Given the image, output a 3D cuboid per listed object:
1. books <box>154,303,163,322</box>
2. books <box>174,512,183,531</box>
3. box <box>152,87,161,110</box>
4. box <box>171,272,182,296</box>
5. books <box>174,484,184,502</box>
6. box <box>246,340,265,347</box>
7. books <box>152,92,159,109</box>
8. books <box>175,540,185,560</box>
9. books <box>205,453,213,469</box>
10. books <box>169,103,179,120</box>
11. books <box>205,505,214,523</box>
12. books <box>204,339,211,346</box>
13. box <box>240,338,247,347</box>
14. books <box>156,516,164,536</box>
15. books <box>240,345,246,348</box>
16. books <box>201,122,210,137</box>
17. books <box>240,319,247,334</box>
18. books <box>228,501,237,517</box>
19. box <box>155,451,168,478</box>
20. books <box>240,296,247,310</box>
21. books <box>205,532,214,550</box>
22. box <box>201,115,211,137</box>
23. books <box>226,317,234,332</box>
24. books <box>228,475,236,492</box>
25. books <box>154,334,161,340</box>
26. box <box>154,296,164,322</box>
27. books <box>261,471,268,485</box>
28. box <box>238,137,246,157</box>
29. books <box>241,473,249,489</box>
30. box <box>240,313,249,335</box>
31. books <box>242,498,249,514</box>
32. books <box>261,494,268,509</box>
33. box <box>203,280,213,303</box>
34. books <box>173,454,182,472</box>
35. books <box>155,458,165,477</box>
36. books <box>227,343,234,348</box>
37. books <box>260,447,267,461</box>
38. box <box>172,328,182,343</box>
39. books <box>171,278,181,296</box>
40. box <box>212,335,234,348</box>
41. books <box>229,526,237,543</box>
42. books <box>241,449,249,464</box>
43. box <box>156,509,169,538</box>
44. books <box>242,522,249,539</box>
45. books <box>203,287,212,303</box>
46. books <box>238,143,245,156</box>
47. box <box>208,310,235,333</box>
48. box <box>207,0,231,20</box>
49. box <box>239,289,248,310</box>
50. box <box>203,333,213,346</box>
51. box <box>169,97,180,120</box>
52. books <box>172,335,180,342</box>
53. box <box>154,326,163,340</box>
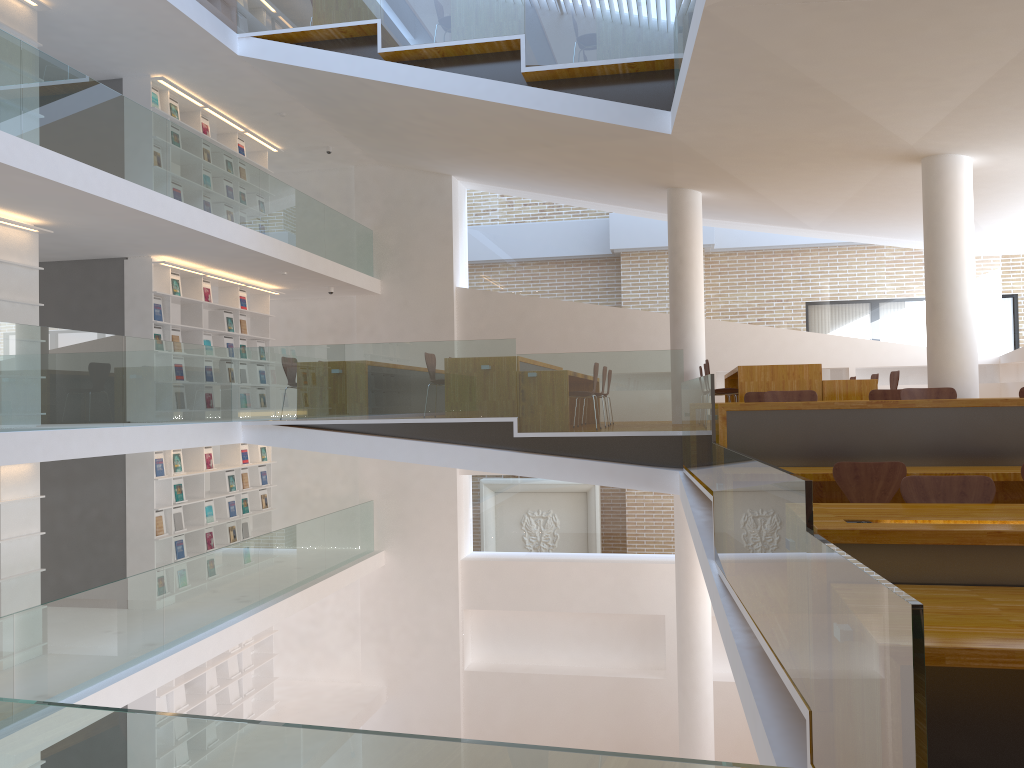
[{"bbox_3d":[-3.978,-0.794,9.958,0.037,0.210,0.145,-1,-1,11],"label":"books"},{"bbox_3d":[-3.862,1.600,10.269,0.037,0.210,0.145,-1,-1,11],"label":"books"},{"bbox_3d":[-4.129,-3.206,10.014,0.274,0.296,0.245,-1,-1,11],"label":"box"},{"bbox_3d":[-4.015,-1.153,10.357,0.274,0.296,0.245,-1,-1,11],"label":"box"},{"bbox_3d":[-3.865,1.269,10.292,0.037,0.210,0.145,-1,-1,11],"label":"books"},{"bbox_3d":[-3.591,-0.457,12.426,0.274,0.296,0.245,-1,-1,11],"label":"box"},{"bbox_3d":[-4.029,-3.176,9.984,0.037,0.210,0.145,-1,-1,11],"label":"books"},{"bbox_3d":[-3.852,1.920,10.286,0.037,0.210,0.145,-1,-1,11],"label":"books"},{"bbox_3d":[-3.744,0.964,10.959,0.037,0.210,0.145,-1,-1,11],"label":"books"},{"bbox_3d":[-3.951,-3.165,10.378,0.037,0.210,0.145,-1,-1,11],"label":"books"},{"bbox_3d":[-3.732,1.608,10.944,0.037,0.210,0.145,-1,-1,11],"label":"books"},{"bbox_3d":[-3.769,-0.443,10.991,0.037,0.210,0.145,-1,-1,11],"label":"books"},{"bbox_3d":[-3.695,-0.467,11.901,0.274,0.296,0.245,-1,-1,11],"label":"box"},{"bbox_3d":[-3.939,1.583,9.895,0.037,0.210,0.145,-1,-1,11],"label":"books"},{"bbox_3d":[-3.592,-0.419,11.867,0.037,0.210,0.145,-1,-1,11],"label":"books"},{"bbox_3d":[-3.817,-3.136,11.052,0.037,0.210,0.145,-1,-1,11],"label":"books"},{"bbox_3d":[-3.599,-0.755,11.890,0.037,0.210,0.145,-1,-1,11],"label":"books"},{"bbox_3d":[-3.621,1.625,11.491,0.037,0.210,0.145,-1,-1,11],"label":"books"},{"bbox_3d":[-4.050,0.902,9.944,0.274,0.296,0.245,-1,-1,11],"label":"box"},{"bbox_3d":[-3.604,-1.070,11.897,0.037,0.210,0.145,-1,-1,11],"label":"books"},{"bbox_3d":[-3.726,1.936,10.936,0.037,0.210,0.145,-1,-1,11],"label":"books"},{"bbox_3d":[-3.918,-3.188,11.068,0.274,0.296,0.245,-1,-1,11],"label":"box"},{"bbox_3d":[-3.667,-0.762,11.546,0.037,0.210,0.145,-1,-1,11],"label":"books"},{"bbox_3d":[-3.630,1.289,11.499,0.037,0.210,0.145,-1,-1,11],"label":"books"},{"bbox_3d":[-3.973,-0.456,9.943,0.037,0.210,0.145,-1,-1,11],"label":"books"},{"bbox_3d":[-4.083,-0.832,9.976,0.274,0.296,0.245,-1,-1,11],"label":"box"},{"bbox_3d":[-3.454,1.322,12.368,0.037,0.210,0.145,-1,-1,11],"label":"books"},{"bbox_3d":[-3.741,-3.169,11.973,0.274,0.296,0.245,-1,-1,11],"label":"box"},{"bbox_3d":[-3.562,1.296,11.843,0.037,0.210,0.145,-1,-1,11],"label":"books"},{"bbox_3d":[-3.699,-0.795,11.918,0.274,0.296,0.245,-1,-1,11],"label":"box"},{"bbox_3d":[-3.555,1.632,11.820,0.037,0.210,0.145,-1,-1,11],"label":"books"},{"bbox_3d":[-3.448,1.647,12.364,0.037,0.210,0.145,-1,-1,11],"label":"books"},{"bbox_3d":[-3.881,-1.142,11.021,0.274,0.296,0.245,-1,-1,11],"label":"box"},{"bbox_3d":[-3.879,0.914,10.277,0.037,0.210,0.145,-1,-1,11],"label":"books"},{"bbox_3d":[-3.945,0.941,9.926,0.037,0.210,0.145,-1,-1,11],"label":"books"},{"bbox_3d":[-3.657,-0.425,11.538,0.037,0.210,0.145,-1,-1,11],"label":"books"},{"bbox_3d":[-3.463,0.986,12.377,0.037,0.210,0.145,-1,-1,11],"label":"books"},{"bbox_3d":[-4.003,-0.497,10.343,0.274,0.296,0.245,-1,-1,11],"label":"box"},{"bbox_3d":[-3.914,-1.116,10.331,0.037,0.210,0.145,-1,-1,11],"label":"books"},{"bbox_3d":[-3.763,-0.473,11.556,0.274,0.296,0.245,-1,-1,11],"label":"box"},{"bbox_3d":[-3.614,1.950,11.487,0.037,0.210,0.145,-1,-1,11],"label":"books"},{"bbox_3d":[-3.567,0.981,11.850,0.037,0.210,0.145,-1,-1,11],"label":"books"},{"bbox_3d":[-4.039,1.556,9.928,0.274,0.296,0.245,-1,-1,11],"label":"box"},{"bbox_3d":[-3.550,1.957,11.813,0.037,0.210,0.145,-1,-1,11],"label":"books"},{"bbox_3d":[-3.780,-1.087,11.005,0.037,0.210,0.145,-1,-1,11],"label":"books"},{"bbox_3d":[-3.641,-3.119,11.944,0.037,0.210,0.145,-1,-1,11],"label":"books"},{"bbox_3d":[-3.769,-0.801,11.563,0.274,0.296,0.245,-1,-1,11],"label":"box"},{"bbox_3d":[-3.842,-4.861,11.656,0.274,0.296,0.245,-1,-1,11],"label":"box"},{"bbox_3d":[-3.705,-1.123,11.926,0.274,0.296,0.245,-1,-1,11],"label":"box"},{"bbox_3d":[-3.867,-0.483,11.028,0.274,0.296,0.245,-1,-1,11],"label":"box"},{"bbox_3d":[-4.052,-3.199,10.403,0.274,0.296,0.245,-1,-1,11],"label":"box"},{"bbox_3d":[-3.905,-0.459,10.305,0.037,0.210,0.145,-1,-1,11],"label":"books"},{"bbox_3d":[-4.076,-0.504,9.975,0.274,0.296,0.245,-1,-1,11],"label":"box"}]
